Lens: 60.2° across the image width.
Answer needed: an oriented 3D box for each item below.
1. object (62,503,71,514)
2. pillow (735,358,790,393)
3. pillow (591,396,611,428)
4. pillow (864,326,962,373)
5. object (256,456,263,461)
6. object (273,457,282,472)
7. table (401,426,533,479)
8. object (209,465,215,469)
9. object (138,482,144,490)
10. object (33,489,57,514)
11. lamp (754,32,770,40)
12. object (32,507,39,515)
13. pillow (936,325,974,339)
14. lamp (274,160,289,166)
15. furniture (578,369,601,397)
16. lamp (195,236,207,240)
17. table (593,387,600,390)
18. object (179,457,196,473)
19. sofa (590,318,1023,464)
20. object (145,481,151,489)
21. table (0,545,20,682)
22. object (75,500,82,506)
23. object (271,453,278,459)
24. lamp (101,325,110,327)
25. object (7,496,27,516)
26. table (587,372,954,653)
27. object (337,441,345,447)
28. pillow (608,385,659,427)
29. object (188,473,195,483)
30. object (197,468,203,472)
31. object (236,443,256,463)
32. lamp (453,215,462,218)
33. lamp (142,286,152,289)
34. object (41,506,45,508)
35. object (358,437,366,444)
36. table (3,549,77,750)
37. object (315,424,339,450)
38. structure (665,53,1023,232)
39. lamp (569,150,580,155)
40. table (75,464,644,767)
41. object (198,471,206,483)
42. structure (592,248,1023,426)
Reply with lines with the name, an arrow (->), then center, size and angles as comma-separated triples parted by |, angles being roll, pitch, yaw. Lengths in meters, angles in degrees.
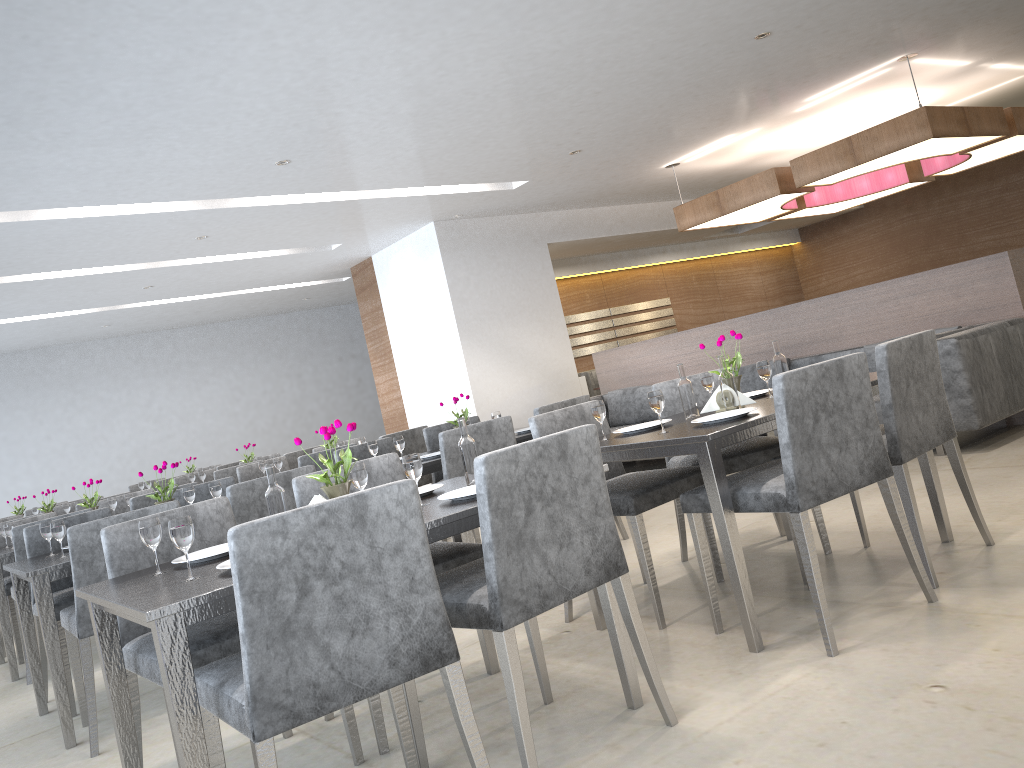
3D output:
object -> -3.371, 0.973, 6.704 | 0.053, 0.140, 0.053 | -14, -4, 12
pillow -> 1.746, 0.017, 6.413 | 0.182, 0.321, 0.631 | -10, -2, -36
pillow -> 0.621, 0.283, 7.589 | 0.564, 0.307, 0.186 | -12, -3, -35
pillow -> 2.448, -0.144, 5.419 | 0.182, 0.321, 0.631 | -10, -2, -36
object -> -2.156, 0.695, 7.583 | 0.053, 0.140, 0.053 | -14, -4, 12
object -> -1.486, 0.541, 5.641 | 0.053, 0.140, 0.053 | -13, -4, 6
table -> -0.176, 0.638, 4.637 | 1.197, 0.637, 0.769 | -12, -2, -36
object -> -3.002, 0.889, 8.863 | 0.053, 0.140, 0.053 | -14, -4, 12
object -> -3.634, 1.034, 8.685 | 0.053, 0.140, 0.053 | -14, -4, 12
object -> -3.401, 0.910, 6.481 | 0.156, 0.278, 0.103 | -10, -5, -38
lamp -> 1.416, -1.971, 5.005 | 0.088, 0.007, 0.089 | -13, 0, 9
object -> -4.377, 1.204, 8.130 | 0.053, 0.140, 0.053 | -14, -4, 12
pillow -> 2.453, -0.145, 5.006 | 0.578, 0.326, 0.149 | -12, -3, -36
lamp -> -1.383, -1.329, 5.313 | 0.088, 0.007, 0.089 | -13, 0, 9
furniture -> 3.458, -0.309, 9.647 | 5.687, 0.857, 4.212 | -13, 0, -36
lamp -> -2.355, -1.105, 6.691 | 0.088, 0.007, 0.089 | -13, 0, 9
table -> 1.288, 0.292, 9.479 | 0.509, 0.658, 0.500 | -11, -3, -36
object -> -3.203, 0.864, 8.808 | 0.156, 0.278, 0.103 | -10, -5, -38
sofa -> 1.632, 0.229, 6.330 | 0.841, 0.631, 3.758 | -12, -1, -36
object -> -3.469, 0.996, 8.451 | 0.053, 0.140, 0.053 | -14, -4, 12
table -> -2.339, 1.134, 5.094 | 1.197, 0.637, 0.769 | -12, -2, -36
object -> -3.197, 0.933, 6.540 | 0.053, 0.140, 0.053 | -14, -4, 12
object -> -1.982, 0.655, 7.419 | 0.053, 0.140, 0.053 | -14, -4, 12
lamp -> -4.431, -0.629, 9.631 | 0.088, 0.007, 0.089 | -13, 0, 9
object -> -4.408, 1.141, 7.908 | 0.156, 0.278, 0.103 | -10, -5, -38
table -> 0.875, 0.397, 3.148 | 1.197, 0.637, 0.769 | -12, -2, -36
object -> -1.193, 0.473, 6.218 | 0.053, 0.140, 0.053 | -14, -4, 12
pillow -> 1.024, 0.183, 7.435 | 0.182, 0.321, 0.631 | -10, -2, -36
object -> -2.614, 0.800, 7.240 | 0.053, 0.140, 0.053 | -14, -4, 12
object -> -3.176, 0.929, 9.027 | 0.053, 0.140, 0.053 | -14, -4, 12
object -> -2.195, 0.633, 7.381 | 0.156, 0.278, 0.103 | -10, -5, -38
lamp -> -0.500, -1.531, 8.077 | 0.088, 0.007, 0.089 | -13, 0, 9
lamp -> -3.334, -0.881, 8.078 | 0.088, 0.007, 0.089 | -13, 0, 9
object -> -4.203, 1.164, 7.966 | 0.053, 0.140, 0.053 | -14, -4, 12
object -> -1.019, 0.434, 6.054 | 0.053, 0.140, 0.053 | -14, -4, 12
table -> -1.381, 0.915, 3.737 | 1.197, 0.637, 0.769 | -12, -2, -36
object -> -1.228, 0.411, 6.010 | 0.156, 0.278, 0.103 | -10, -5, -38
structure -> 3.092, -2.053, 7.761 | 2.464, 0.621, 2.416 | -13, 0, -36
lamp -> 0.473, -1.754, 6.699 | 0.088, 0.007, 0.089 | -13, 0, 9
table -> -0.366, 0.681, 2.298 | 1.197, 0.637, 0.769 | -12, -2, -36
object -> -2.449, 0.762, 7.006 | 0.053, 0.140, 0.053 | -14, -4, 12
structure -> 2.000, -0.053, 6.658 | 0.225, 1.012, 3.734 | -10, -2, -36
